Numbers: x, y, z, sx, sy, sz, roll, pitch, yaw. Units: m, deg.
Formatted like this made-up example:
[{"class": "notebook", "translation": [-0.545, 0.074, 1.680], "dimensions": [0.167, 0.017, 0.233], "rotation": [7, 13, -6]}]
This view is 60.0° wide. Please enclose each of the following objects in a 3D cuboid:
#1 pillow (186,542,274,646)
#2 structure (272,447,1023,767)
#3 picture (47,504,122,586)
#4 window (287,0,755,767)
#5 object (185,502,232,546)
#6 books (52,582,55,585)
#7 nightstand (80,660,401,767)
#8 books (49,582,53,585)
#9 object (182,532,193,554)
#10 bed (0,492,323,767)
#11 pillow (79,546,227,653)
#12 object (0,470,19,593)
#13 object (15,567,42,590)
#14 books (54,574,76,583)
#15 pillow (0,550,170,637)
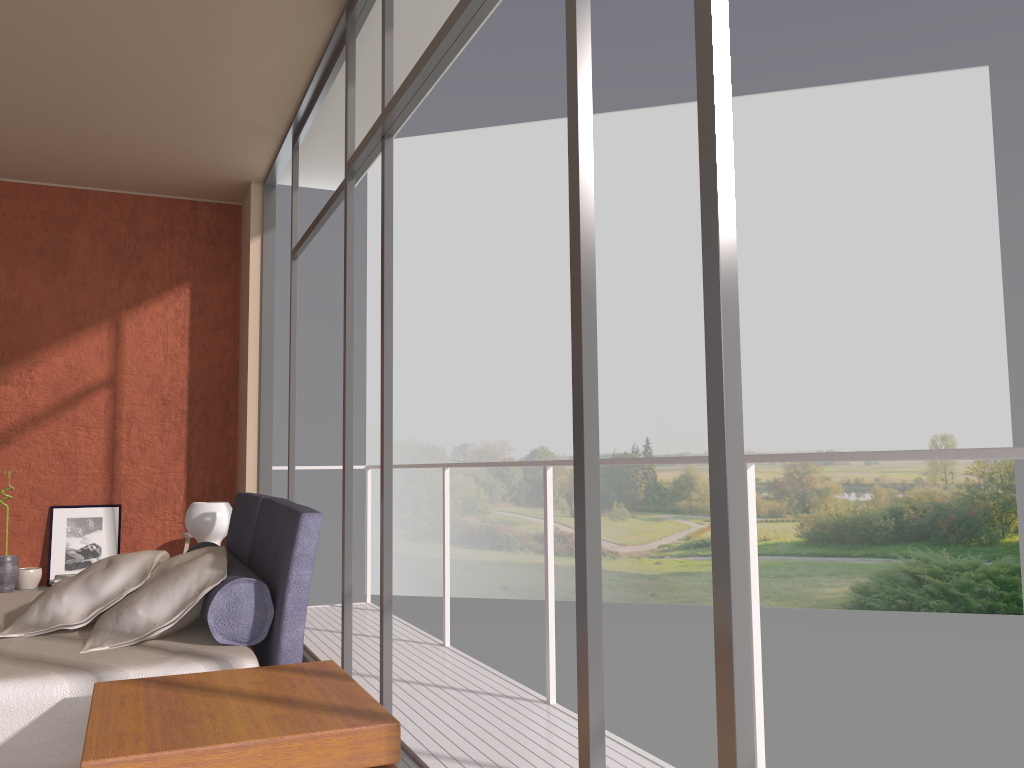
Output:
[{"class": "pillow", "translation": [-1.037, 0.709, 3.157], "dimensions": [0.205, 0.201, 1.470], "rotation": [2, -6, -23]}, {"class": "structure", "translation": [0.118, 0.753, 2.956], "dimensions": [0.728, 1.005, 7.689], "rotation": [2, -6, -23]}, {"class": "picture", "translation": [-3.028, 1.138, 6.291], "dimensions": [0.458, 0.550, 0.117], "rotation": [2, -6, -23]}, {"class": "window", "translation": [-0.185, -0.255, 2.713], "dimensions": [0.075, 3.133, 6.106], "rotation": [2, -6, -23]}, {"class": "object", "translation": [-1.439, 0.734, 4.221], "dimensions": [0.224, 0.338, 0.224], "rotation": [0, -6, -12]}, {"class": "books", "translation": [-2.950, 1.329, 5.987], "dimensions": [0.247, 0.025, 0.287], "rotation": [1, -6, -21]}, {"class": "nightstand", "translation": [-0.594, 0.955, 1.875], "dimensions": [0.562, 0.556, 0.628], "rotation": [2, -6, -23]}, {"class": "books", "translation": [-2.959, 1.353, 5.997], "dimensions": [0.247, 0.018, 0.328], "rotation": [4, -7, -38]}, {"class": "object", "translation": [-2.255, 1.251, 6.423], "dimensions": [0.260, 0.349, 0.257], "rotation": [-5, -7, 36]}, {"class": "bed", "translation": [-1.989, 0.859, 2.747], "dimensions": [2.462, 0.959, 2.017], "rotation": [2, -6, -23]}, {"class": "pillow", "translation": [-1.115, 0.669, 2.829], "dimensions": [0.400, 0.265, 0.791], "rotation": [1, -6, -20]}, {"class": "object", "translation": [-3.347, 0.975, 5.873], "dimensions": [0.165, 0.810, 0.165], "rotation": [-1, -5, 0]}, {"class": "object", "translation": [-3.304, 1.328, 6.042], "dimensions": [0.179, 0.137, 0.180], "rotation": [0, -6, -11]}, {"class": "books", "translation": [-2.954, 1.309, 5.993], "dimensions": [0.247, 0.018, 0.328], "rotation": [2, -6, -26]}, {"class": "pillow", "translation": [-1.425, 0.706, 3.084], "dimensions": [0.431, 0.264, 0.869], "rotation": [1, -6, -15]}]
